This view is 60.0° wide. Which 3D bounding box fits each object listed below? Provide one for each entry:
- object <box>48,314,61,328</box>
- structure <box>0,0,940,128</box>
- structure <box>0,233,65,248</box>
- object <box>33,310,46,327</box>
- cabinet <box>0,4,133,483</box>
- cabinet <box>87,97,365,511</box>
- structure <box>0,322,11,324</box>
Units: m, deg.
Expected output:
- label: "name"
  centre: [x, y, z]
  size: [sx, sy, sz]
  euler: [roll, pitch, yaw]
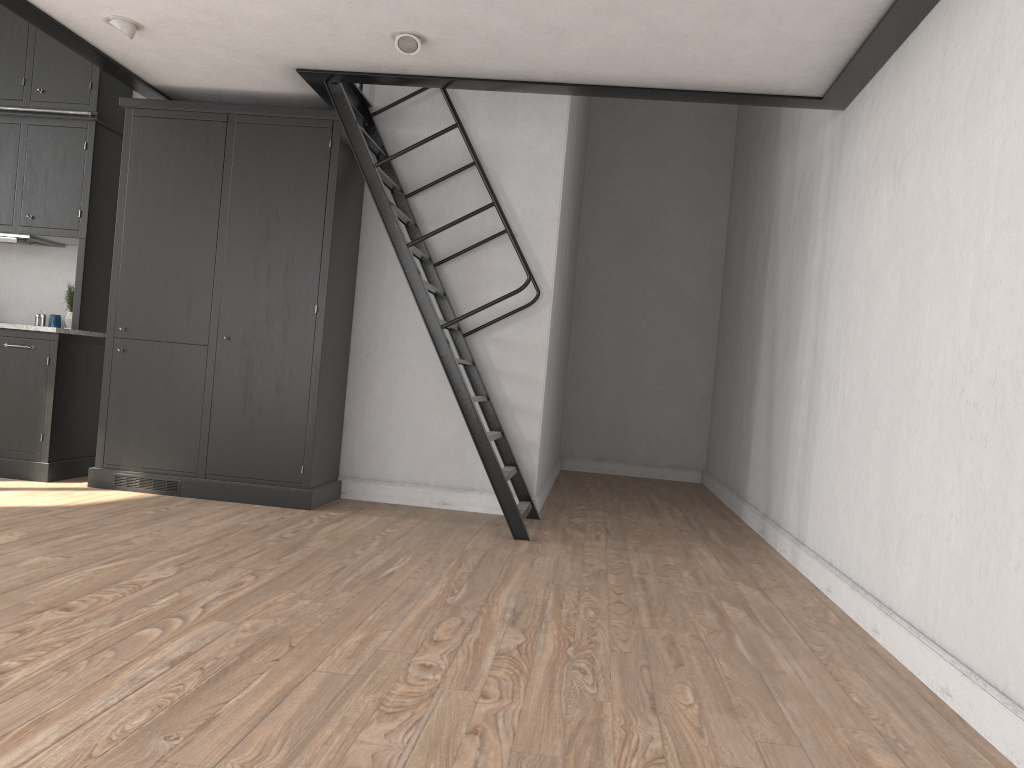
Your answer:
- label: "object"
  centre: [-3.056, -0.416, 5.922]
  size: [0.082, 0.093, 0.140]
  euler: [5, 0, -4]
- label: "structure"
  centre: [-0.455, -2.249, 2.822]
  size: [4.157, 1.213, 5.927]
  euler: [5, 0, 6]
- label: "structure"
  centre: [-3.489, -0.995, 5.909]
  size: [0.843, 0.123, 0.379]
  euler: [5, 0, 6]
- label: "object"
  centre: [-3.166, -0.436, 5.955]
  size: [0.080, 0.116, 0.040]
  euler: [5, 0, 11]
- label: "cabinet"
  centre: [-4.254, -1.319, 5.855]
  size: [3.250, 3.583, 0.635]
  euler: [5, 1, 6]
- label: "cabinet"
  centre: [-1.750, -0.490, 5.609]
  size: [1.401, 2.372, 0.633]
  euler: [5, 1, 6]
- label: "structure"
  centre: [-3.547, -0.414, 5.784]
  size: [0.592, 0.011, 0.427]
  euler: [5, 0, 6]
